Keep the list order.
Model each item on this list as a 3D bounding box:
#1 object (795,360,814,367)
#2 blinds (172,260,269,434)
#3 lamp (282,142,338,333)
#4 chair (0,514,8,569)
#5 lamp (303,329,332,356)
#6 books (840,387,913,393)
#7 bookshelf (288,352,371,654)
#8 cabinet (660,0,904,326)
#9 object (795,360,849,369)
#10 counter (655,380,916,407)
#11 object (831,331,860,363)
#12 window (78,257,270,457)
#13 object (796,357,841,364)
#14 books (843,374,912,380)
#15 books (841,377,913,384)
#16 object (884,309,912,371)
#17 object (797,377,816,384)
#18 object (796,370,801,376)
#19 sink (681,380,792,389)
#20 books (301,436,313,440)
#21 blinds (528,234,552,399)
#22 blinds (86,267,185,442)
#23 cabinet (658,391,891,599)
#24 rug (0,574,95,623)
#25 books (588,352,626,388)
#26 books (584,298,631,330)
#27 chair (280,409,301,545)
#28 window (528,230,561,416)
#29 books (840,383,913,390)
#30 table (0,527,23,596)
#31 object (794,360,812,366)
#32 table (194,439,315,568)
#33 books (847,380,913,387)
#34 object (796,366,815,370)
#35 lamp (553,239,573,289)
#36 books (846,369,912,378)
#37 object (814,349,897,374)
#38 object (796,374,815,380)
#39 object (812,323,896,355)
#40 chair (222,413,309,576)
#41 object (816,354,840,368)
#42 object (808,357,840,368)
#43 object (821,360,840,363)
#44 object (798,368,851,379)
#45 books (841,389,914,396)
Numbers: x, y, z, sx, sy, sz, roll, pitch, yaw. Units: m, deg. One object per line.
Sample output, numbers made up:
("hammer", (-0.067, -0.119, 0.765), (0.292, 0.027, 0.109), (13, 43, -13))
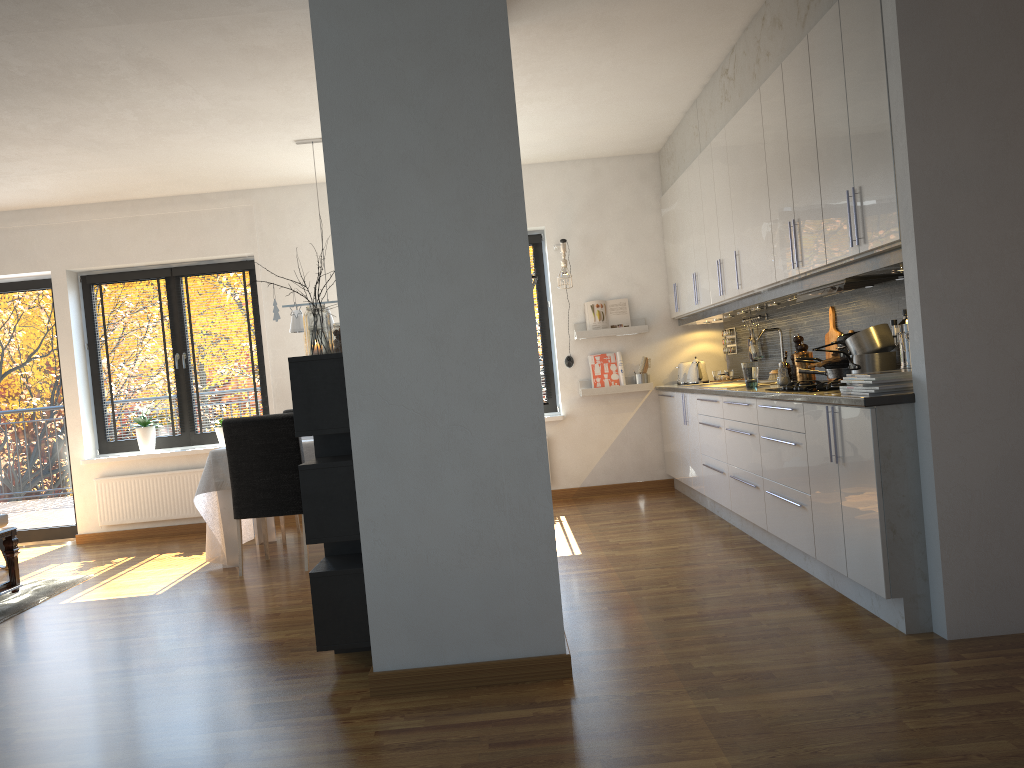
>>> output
("object", (1.598, -0.098, 4.837), (0.101, 0.057, 0.099), (-5, 1, 11))
("blinds", (-2.448, -0.310, 7.514), (0.710, 1.423, 0.049), (-5, 1, -1))
("lamp", (-1.244, -1.023, 6.095), (0.760, 1.285, 0.131), (-5, 1, -1))
("chair", (-4.058, 0.962, 6.320), (0.685, 0.832, 0.545), (-5, 1, 24))
("lamp", (-0.784, -0.169, 3.565), (0.098, 0.131, 0.106), (-5, 1, 12))
("books", (1.431, 0.014, 3.365), (0.252, 0.011, 0.318), (-5, 0, -1))
("bookshelf", (-0.660, 0.485, 3.873), (0.237, 1.201, 1.189), (-5, 1, -1))
("cabinet", (1.517, -1.013, 5.264), (0.458, 1.070, 4.234), (-5, 1, -1))
("object", (1.619, -0.097, 4.411), (0.347, 0.082, 0.243), (-5, 1, 36))
("counter", (1.542, 0.101, 5.286), (0.622, 0.192, 4.249), (-5, 0, -1))
("object", (1.679, -0.179, 4.327), (0.197, 0.159, 0.190), (-6, 1, -44))
("window", (-2.138, 1.802, 19.358), (12.978, 18.376, 21.813), (-5, 1, 29))
("object", (1.619, -0.111, 4.398), (0.356, 0.080, 0.246), (-5, 1, 2))
("books", (1.449, -0.031, 3.387), (0.252, 0.011, 0.318), (-5, 0, 0))
("books", (1.435, -0.019, 3.376), (0.252, 0.011, 0.318), (-5, 0, 1))
("object", (1.666, -0.179, 3.621), (0.206, 0.370, 0.353), (-5, 1, -1))
("object", (1.604, -0.016, 4.831), (0.100, 0.036, 0.100), (-5, 1, 32))
("object", (1.600, -0.055, 4.835), (0.099, 0.051, 0.099), (-5, 1, -15))
("sink", (1.511, 0.080, 5.998), (0.475, 0.168, 1.421), (-5, 0, -1))
("books", (-1.387, 0.361, 6.057), (0.278, 0.022, 0.204), (-5, 1, 26))
("blinds", (-0.045, -0.532, 7.543), (0.710, 1.423, 0.049), (-5, 1, -1))
("blinds", (-3.167, -0.243, 7.506), (0.710, 1.423, 0.049), (-5, 1, -1))
("cabinet", (1.283, 0.416, 5.289), (0.040, 0.690, 4.222), (-5, 1, -1))
("rug", (-3.251, 1.308, 4.938), (1.052, 0.034, 1.813), (-5, 0, -1))
("books", (0.786, -0.093, 7.330), (0.283, 0.330, 0.138), (-5, 1, -3))
("books", (0.793, -0.549, 7.328), (0.364, 0.299, 0.109), (-5, 1, -1))
("chair", (-1.480, 0.657, 6.590), (0.461, 0.960, 0.544), (-5, 1, -1))
("window", (-0.425, -0.454, 7.577), (1.561, 1.588, 0.119), (-5, 1, -1))
("books", (1.430, 0.003, 3.349), (0.252, 0.011, 0.318), (-5, 0, -4))
("table", (-3.283, 1.105, 4.846), (0.570, 0.409, 1.179), (-5, 1, -1))
("object", (1.592, -0.115, 4.838), (0.100, 0.036, 0.100), (-5, 1, -7))
("table", (-1.102, 0.726, 6.141), (1.856, 0.763, 1.235), (-5, 1, 0))
("books", (1.442, -0.009, 3.391), (0.252, 0.011, 0.318), (-5, 0, 11))
("object", (1.601, -0.076, 4.836), (0.100, 0.043, 0.099), (-5, 1, -13))
("lamp", (0.418, -0.966, 7.230), (0.131, 0.395, 0.311), (-5, 1, 4))
("books", (1.453, -0.042, 3.394), (0.252, 0.011, 0.318), (-5, 0, 6))
("object", (1.587, -0.101, 4.041), (0.347, 0.154, 0.200), (-6, 1, -21))
("object", (1.601, -0.038, 4.833), (0.099, 0.048, 0.100), (-5, 1, 18))
("object", (1.608, -0.183, 4.136), (0.202, 0.169, 0.371), (-6, 1, -28))
("chair", (-1.466, 0.665, 5.605), (0.461, 0.960, 0.544), (-5, 1, 4))
("object", (1.565, -0.118, 4.387), (0.059, 0.061, 0.334), (-4, 1, 42))
("object", (1.554, -0.110, 4.398), (0.334, 0.044, 0.064), (-6, 1, -39))
("object", (1.602, -0.110, 4.376), (0.336, 0.021, 0.065), (-6, 1, -42))
("object", (1.642, -0.064, 4.435), (0.232, 0.061, 0.351), (-6, 1, -27))
("books", (1.432, 0.025, 3.378), (0.252, 0.011, 0.318), (-5, 0, 3))
